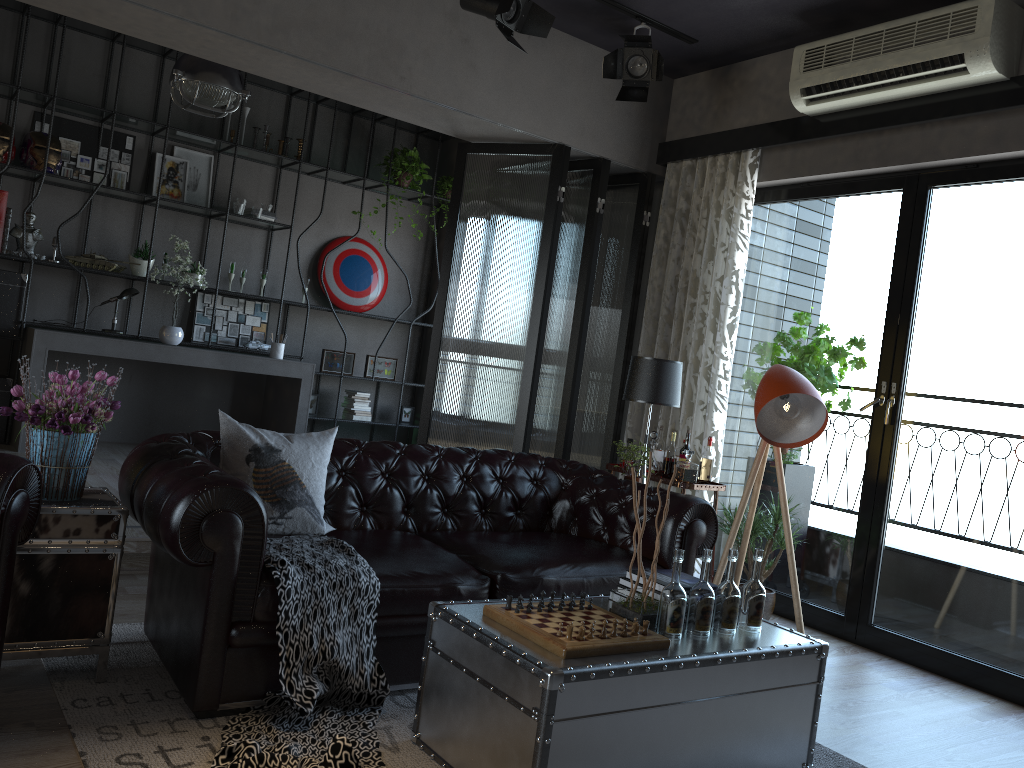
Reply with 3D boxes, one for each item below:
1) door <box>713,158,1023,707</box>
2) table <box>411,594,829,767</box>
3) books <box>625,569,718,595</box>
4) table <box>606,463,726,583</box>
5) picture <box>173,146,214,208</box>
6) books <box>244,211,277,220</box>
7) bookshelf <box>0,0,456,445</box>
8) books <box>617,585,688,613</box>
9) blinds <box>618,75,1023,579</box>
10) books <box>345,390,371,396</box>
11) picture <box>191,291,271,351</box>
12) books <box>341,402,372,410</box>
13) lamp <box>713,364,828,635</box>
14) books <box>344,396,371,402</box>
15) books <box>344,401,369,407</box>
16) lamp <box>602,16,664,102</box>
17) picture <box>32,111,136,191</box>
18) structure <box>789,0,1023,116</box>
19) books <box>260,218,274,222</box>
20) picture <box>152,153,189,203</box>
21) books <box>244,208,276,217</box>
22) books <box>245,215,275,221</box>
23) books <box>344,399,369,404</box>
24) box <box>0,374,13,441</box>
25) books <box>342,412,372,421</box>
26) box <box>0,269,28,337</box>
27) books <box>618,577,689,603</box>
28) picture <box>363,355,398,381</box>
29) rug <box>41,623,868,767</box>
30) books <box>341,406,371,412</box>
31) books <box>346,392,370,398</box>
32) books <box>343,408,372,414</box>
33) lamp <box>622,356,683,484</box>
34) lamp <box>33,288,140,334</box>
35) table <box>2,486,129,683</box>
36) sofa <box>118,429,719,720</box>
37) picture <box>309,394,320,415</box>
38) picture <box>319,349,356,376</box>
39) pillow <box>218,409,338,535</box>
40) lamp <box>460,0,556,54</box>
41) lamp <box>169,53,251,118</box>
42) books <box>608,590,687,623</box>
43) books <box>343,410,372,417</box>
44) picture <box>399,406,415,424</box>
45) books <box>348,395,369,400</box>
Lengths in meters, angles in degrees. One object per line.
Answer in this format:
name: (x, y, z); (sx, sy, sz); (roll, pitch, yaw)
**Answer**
door: (2.098, 0.127, 4.973); (0.111, 2.681, 2.671); (8, 0, -35)
table: (0.385, 1.035, 2.997); (1.253, 0.470, 0.685); (7, 1, -35)
books: (0.589, 0.729, 3.261); (0.251, 0.030, 0.237); (7, 1, -33)
table: (0.933, 0.940, 5.673); (0.437, 0.732, 0.804); (8, 0, -39)
picture: (-2.741, -1.742, 7.579); (0.331, 0.515, 0.119); (8, 0, -35)
books: (-2.226, -1.484, 7.841); (0.243, 0.024, 0.175); (7, 1, -39)
bookshelf: (-2.537, -1.044, 7.556); (4.479, 3.283, 0.527); (7, 0, -35)
books: (0.589, 0.783, 3.252); (0.315, 0.026, 0.270); (7, 1, -35)
blinds: (1.886, -0.075, 4.964); (0.200, 2.974, 3.413); (8, 0, -35)
books: (-1.455, 0.080, 8.349); (0.201, 0.024, 0.159); (9, 1, 45)
picture: (-2.484, -0.553, 7.867); (0.665, 0.447, 0.051); (7, 0, -35)
books: (-1.468, 0.209, 8.353); (0.193, 0.028, 0.246); (7, 1, -40)
lamp: (1.358, 0.637, 5.670); (0.583, 1.456, 3.831); (8, 1, 7)
books: (-1.456, 0.144, 8.355); (0.174, 0.019, 0.244); (7, 1, -35)
books: (-1.470, 0.184, 8.357); (0.158, 0.021, 0.224); (7, 1, -35)
lamp: (0.769, -1.941, 5.381); (0.359, 0.519, 0.561); (8, 0, 15)
picture: (-3.441, -1.841, 7.117); (0.748, 0.503, 0.058); (7, 0, -35)
structure: (2.051, -1.717, 4.733); (0.298, 0.364, 1.147); (8, 1, -35)
books: (-2.232, -1.432, 7.833); (0.243, 0.034, 0.179); (8, 1, 38)
picture: (-2.867, -1.707, 7.442); (0.267, 0.414, 0.101); (8, 0, -35)
books: (-2.226, -1.511, 7.831); (0.225, 0.029, 0.179); (7, 1, -43)
books: (-2.238, -1.462, 7.833); (0.227, 0.024, 0.166); (8, 1, 34)
books: (-1.461, 0.164, 8.359); (0.155, 0.022, 0.205); (7, 1, -40)
box: (-4.040, 0.150, 6.608); (0.488, 0.481, 0.374); (8, 0, -35)
books: (-1.463, 0.307, 8.353); (0.192, 0.043, 0.248); (7, 1, -35)
box: (-3.933, -0.628, 6.608); (0.488, 0.481, 0.374); (8, 0, -35)
books: (0.586, 0.756, 3.262); (0.282, 0.026, 0.266); (7, 1, -33)
picture: (-1.236, -0.153, 8.363); (0.312, 0.212, 0.048); (7, 0, -35)
rug: (-0.231, 1.179, 3.238); (2.472, 0.003, 2.256); (7, 1, -35)
books: (-1.471, 0.230, 8.354); (0.192, 0.014, 0.255); (7, 1, -32)
books: (-1.453, 0.102, 8.359); (0.155, 0.020, 0.205); (7, 1, -35)
books: (-1.455, 0.251, 8.355); (0.175, 0.023, 0.249); (7, 1, -35)
lamp: (0.785, 0.269, 5.142); (0.333, 0.832, 0.333); (8, 0, -33)
lamp: (-3.362, -0.625, 7.038); (0.739, 0.371, 0.205); (8, 0, -11)
table: (-1.626, 0.685, 3.082); (0.417, 0.609, 0.406); (8, 0, -35)
sofa: (-0.393, 0.728, 3.950); (2.563, 0.838, 1.241); (7, 1, -36)
picture: (-1.853, 0.182, 8.092); (0.172, 0.190, 0.036); (8, 0, -35)
picture: (-1.593, -0.197, 8.110); (0.312, 0.212, 0.049); (7, 0, -35)
pillow: (-0.949, 0.361, 3.609); (0.528, 0.469, 0.283); (8, 0, -32)
lamp: (-0.050, -2.054, 4.807); (0.554, 0.503, 0.359); (8, 0, 35)
lamp: (-2.054, -2.427, 6.035); (0.516, 1.149, 0.534); (8, 0, 32)
books: (0.578, 0.813, 3.261); (0.324, 0.035, 0.306); (7, 1, -35)
books: (-1.459, 0.274, 8.355); (0.175, 0.023, 0.249); (7, 1, -40)
picture: (-1.031, 0.301, 8.701); (0.137, 0.165, 0.032); (8, 0, -35)
books: (-1.448, 0.123, 8.348); (0.162, 0.023, 0.231); (8, 1, -20)
